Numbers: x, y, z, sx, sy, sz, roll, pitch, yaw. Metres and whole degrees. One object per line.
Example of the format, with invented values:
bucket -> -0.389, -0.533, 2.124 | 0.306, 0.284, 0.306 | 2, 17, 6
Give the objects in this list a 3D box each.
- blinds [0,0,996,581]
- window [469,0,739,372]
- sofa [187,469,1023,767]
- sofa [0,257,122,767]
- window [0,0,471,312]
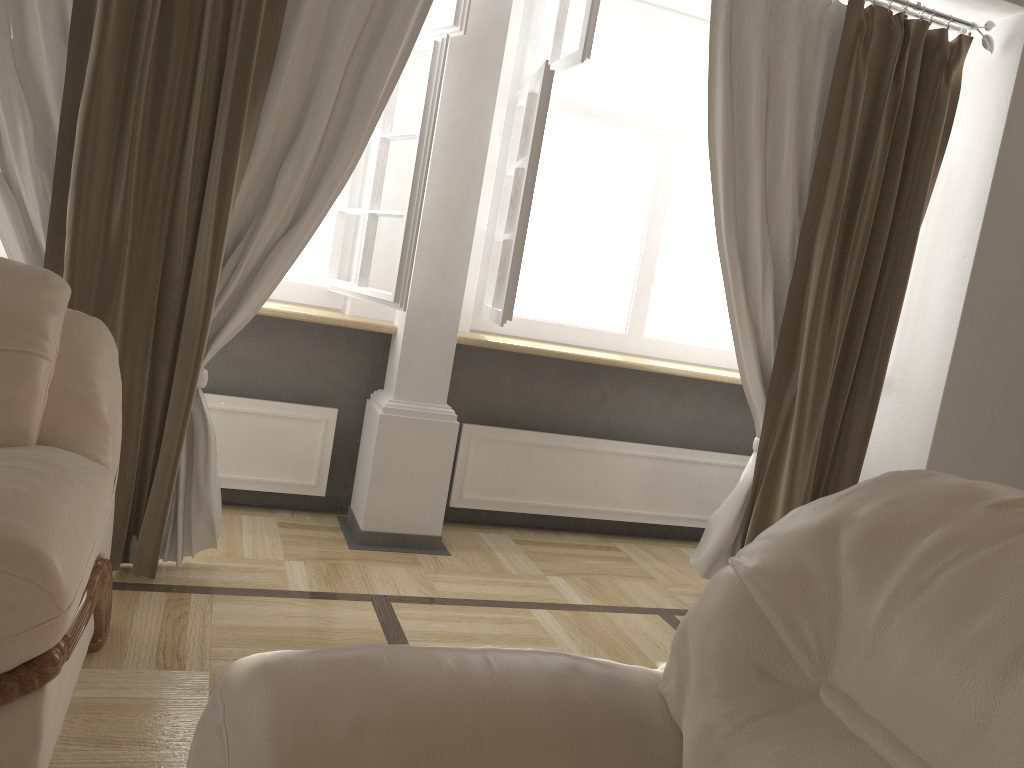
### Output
blinds -> -1.106, -0.593, 2.472 | 5.765, 2.294, 0.285 | 8, 7, -19
window -> 0.734, -0.816, 3.640 | 1.653, 1.500, 0.782 | 8, 7, -19
sofa -> 0.269, 0.567, 0.737 | 1.052, 0.900, 1.318 | 8, 7, -19
sofa -> -1.813, 0.119, 1.475 | 2.135, 0.900, 1.051 | 8, 7, -19
window -> -1.135, -1.066, 3.005 | 1.759, 1.500, 0.784 | 7, 7, -20
